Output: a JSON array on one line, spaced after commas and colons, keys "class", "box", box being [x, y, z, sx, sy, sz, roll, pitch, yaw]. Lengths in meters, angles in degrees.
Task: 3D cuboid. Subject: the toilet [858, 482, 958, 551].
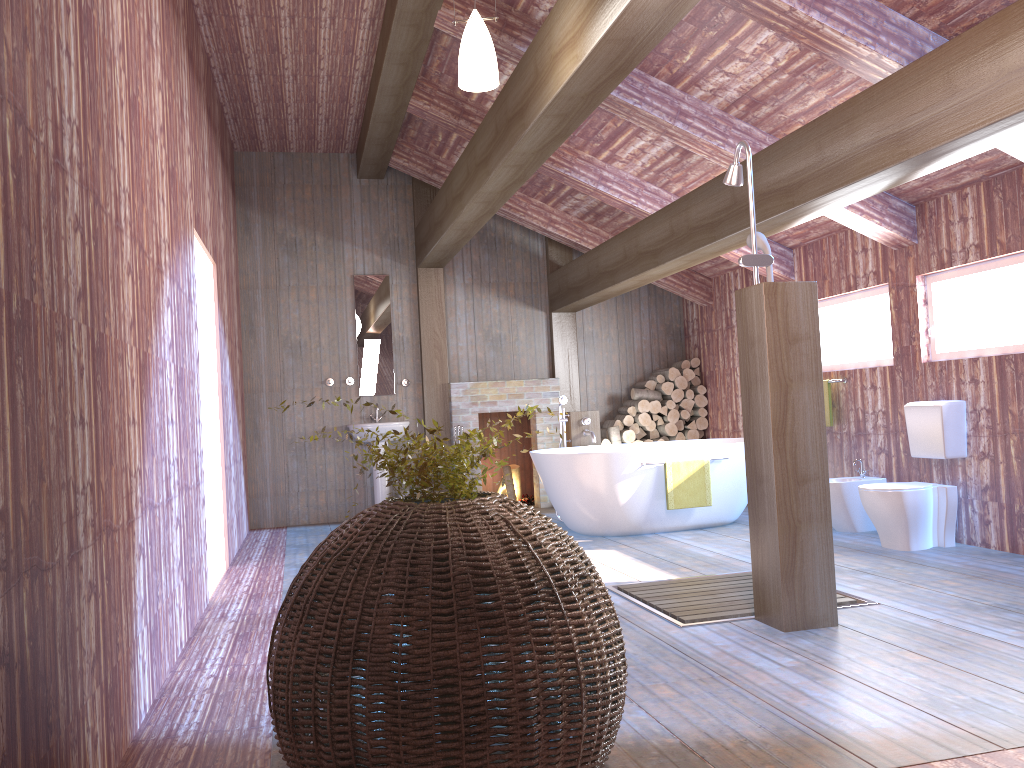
[{"class": "toilet", "box": [2.466, 0.835, 5.594, 0.534, 0.400, 0.375, -3, -2, -13]}]

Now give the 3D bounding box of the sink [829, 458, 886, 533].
[{"class": "sink", "box": [2.395, 0.804, 6.386, 0.515, 0.517, 0.335, -3, -2, -13]}]

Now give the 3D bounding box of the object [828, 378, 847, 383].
[{"class": "object", "box": [2.432, -0.013, 7.000, 0.091, 0.043, 0.581, -3, -2, -13]}]

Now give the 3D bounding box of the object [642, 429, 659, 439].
[{"class": "object", "box": [1.426, 0.519, 9.255, 0.104, 0.127, 0.321, -3, -2, -13]}]

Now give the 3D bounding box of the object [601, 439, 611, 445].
[{"class": "object", "box": [0.875, 0.622, 9.024, 0.139, 0.137, 0.455, -3, -2, -16]}]

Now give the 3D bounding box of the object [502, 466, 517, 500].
[{"class": "object", "box": [-0.023, 1.074, 9.295, 0.098, 0.434, 0.283, -3, -2, -16]}]

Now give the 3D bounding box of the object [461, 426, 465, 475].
[{"class": "object", "box": [-0.435, 0.837, 8.555, 0.206, 0.871, 0.126, -4, -2, 29]}]

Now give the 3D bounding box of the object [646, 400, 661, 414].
[{"class": "object", "box": [1.393, 0.237, 9.161, 0.138, 0.147, 0.440, -3, -2, -13]}]

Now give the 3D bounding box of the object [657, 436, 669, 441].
[{"class": "object", "box": [1.534, 0.601, 9.278, 0.116, 0.118, 0.289, -3, -2, -16]}]

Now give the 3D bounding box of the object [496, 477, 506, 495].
[{"class": "object", "box": [-0.112, 1.140, 9.440, 0.221, 0.306, 0.121, -3, -2, 14]}]

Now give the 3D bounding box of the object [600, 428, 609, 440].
[{"class": "object", "box": [0.976, 0.514, 9.156, 0.108, 0.113, 0.302, -3, -2, -13]}]

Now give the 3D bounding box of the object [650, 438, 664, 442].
[{"class": "object", "box": [1.449, 0.611, 9.154, 0.098, 0.100, 0.437, -3, -2, -16]}]

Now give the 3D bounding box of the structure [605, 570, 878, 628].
[{"class": "structure", "box": [1.104, 1.091, 4.488, 1.000, 0.067, 1.000, -3, -2, -14]}]

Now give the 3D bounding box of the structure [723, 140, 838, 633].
[{"class": "structure", "box": [1.193, -0.044, 4.001, 0.328, 2.209, 0.522, -3, -2, 7]}]

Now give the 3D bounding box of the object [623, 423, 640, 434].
[{"class": "object", "box": [1.201, 0.460, 9.111, 0.111, 0.113, 0.301, -3, -2, -14]}]

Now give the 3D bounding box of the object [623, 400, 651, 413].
[{"class": "object", "box": [1.281, 0.229, 9.134, 0.135, 0.145, 0.439, -3, -2, -13]}]

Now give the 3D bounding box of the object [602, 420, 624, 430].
[{"class": "object", "box": [1.034, 0.425, 9.104, 0.114, 0.113, 0.301, -3, -2, -16]}]

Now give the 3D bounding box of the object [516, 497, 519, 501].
[{"class": "object", "box": [-0.024, 1.239, 9.297, 0.085, 0.084, 0.278, -4, -2, 33]}]

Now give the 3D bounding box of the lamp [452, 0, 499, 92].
[{"class": "lamp", "box": [-0.167, -1.771, 3.788, 0.174, 1.001, 0.174, -2, -2, -33]}]

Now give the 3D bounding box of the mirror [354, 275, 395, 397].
[{"class": "mirror", "box": [-1.361, -0.483, 8.772, 0.350, 1.199, 0.009, -3, -2, -14]}]

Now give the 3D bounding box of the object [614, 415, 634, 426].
[{"class": "object", "box": [1.144, 0.373, 9.084, 0.115, 0.123, 0.291, -3, -2, -13]}]

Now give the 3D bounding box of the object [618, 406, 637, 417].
[{"class": "object", "box": [1.188, 0.281, 9.114, 0.106, 0.112, 0.282, -3, -2, -13]}]

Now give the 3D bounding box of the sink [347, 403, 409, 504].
[{"class": "sink", "box": [-1.260, 0.752, 8.528, 0.582, 1.143, 0.475, -3, -2, -14]}]

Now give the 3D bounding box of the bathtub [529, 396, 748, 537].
[{"class": "bathtub", "box": [1.117, 0.603, 7.125, 1.935, 1.109, 1.460, -3, -2, 8]}]

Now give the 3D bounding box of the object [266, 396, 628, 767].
[{"class": "object", "box": [-0.182, 0.552, 2.455, 0.972, 1.073, 0.970, -2, -2, -33]}]

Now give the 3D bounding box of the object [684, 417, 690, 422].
[{"class": "object", "box": [1.789, 0.357, 9.238, 0.067, 0.069, 0.177, -3, -2, -14]}]

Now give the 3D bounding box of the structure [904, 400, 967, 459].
[{"class": "structure", "box": [2.707, 0.290, 5.670, 0.182, 0.363, 0.358, -3, -2, -13]}]

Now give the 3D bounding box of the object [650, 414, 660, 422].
[{"class": "object", "box": [1.441, 0.346, 9.163, 0.088, 0.092, 0.280, -3, -2, -13]}]

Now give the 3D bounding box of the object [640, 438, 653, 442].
[{"class": "object", "box": [1.349, 0.619, 9.133, 0.114, 0.120, 0.303, -3, -2, -13]}]

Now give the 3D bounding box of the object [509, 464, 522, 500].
[{"class": "object", "box": [0.029, 1.094, 9.542, 0.140, 0.459, 0.266, -3, -2, 4]}]

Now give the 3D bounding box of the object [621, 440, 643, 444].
[{"class": "object", "box": [1.208, 0.634, 9.111, 0.139, 0.148, 0.458, -3, -2, -13]}]

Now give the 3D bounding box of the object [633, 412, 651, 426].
[{"class": "object", "box": [1.277, 0.366, 9.121, 0.141, 0.143, 0.437, -3, -2, -16]}]

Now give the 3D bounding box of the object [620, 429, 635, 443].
[{"class": "object", "box": [1.120, 0.529, 9.078, 0.138, 0.147, 0.440, -3, -2, -13]}]

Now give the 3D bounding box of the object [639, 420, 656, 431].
[{"class": "object", "box": [1.376, 0.426, 9.141, 0.115, 0.123, 0.291, -3, -2, -13]}]

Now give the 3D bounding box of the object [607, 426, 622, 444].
[{"class": "object", "box": [1.036, 0.569, 8.880, 0.147, 0.298, 0.109, -3, -2, -11]}]

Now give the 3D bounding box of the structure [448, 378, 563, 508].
[{"class": "structure", "box": [-0.056, 0.626, 8.969, 1.130, 1.330, 0.226, -3, -2, -14]}]

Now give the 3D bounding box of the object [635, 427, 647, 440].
[{"class": "object", "box": [1.281, 0.511, 9.218, 0.128, 0.150, 0.323, -3, -2, -14]}]

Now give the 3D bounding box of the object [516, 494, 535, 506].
[{"class": "object", "box": [-0.080, 1.265, 9.602, 0.829, 0.085, 0.935, -2, -2, -31]}]

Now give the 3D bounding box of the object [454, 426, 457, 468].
[{"class": "object", "box": [-0.581, 0.832, 8.532, 0.136, 0.846, 0.062, -2, -2, -32]}]

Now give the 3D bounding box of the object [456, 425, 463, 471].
[{"class": "object", "box": [-0.524, 0.841, 8.599, 0.276, 0.888, 0.333, -4, -2, 28]}]
